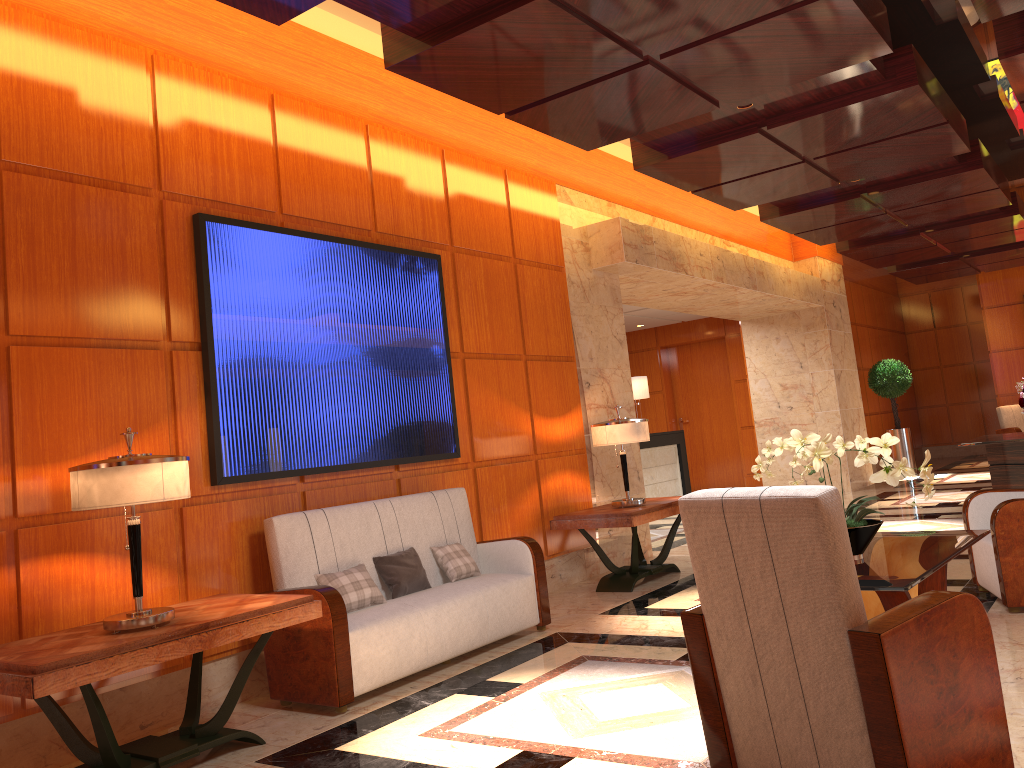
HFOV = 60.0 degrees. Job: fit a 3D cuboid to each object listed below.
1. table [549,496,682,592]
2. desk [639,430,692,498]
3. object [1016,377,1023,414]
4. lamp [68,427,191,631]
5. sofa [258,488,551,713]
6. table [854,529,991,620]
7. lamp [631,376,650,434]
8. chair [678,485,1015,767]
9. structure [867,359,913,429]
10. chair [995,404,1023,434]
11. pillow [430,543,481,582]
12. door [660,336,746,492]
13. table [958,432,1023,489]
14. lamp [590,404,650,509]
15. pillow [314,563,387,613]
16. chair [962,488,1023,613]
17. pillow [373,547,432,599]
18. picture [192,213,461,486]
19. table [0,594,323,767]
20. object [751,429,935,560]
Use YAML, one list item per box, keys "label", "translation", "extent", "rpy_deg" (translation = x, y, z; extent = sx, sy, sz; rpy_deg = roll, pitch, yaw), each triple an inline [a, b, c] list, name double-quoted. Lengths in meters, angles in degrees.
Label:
- label: "table"
  translation: [0.976, 1.272, 7.067]
  extent: [0.723, 0.609, 1.269]
  rpy_deg: [-10, -6, 36]
- label: "desk"
  translation: [1.338, 1.302, 11.956]
  extent: [0.938, 1.146, 2.924]
  rpy_deg: [-10, -6, 35]
- label: "object"
  translation: [5.281, 0.135, 8.592]
  extent: [0.648, 0.661, 0.679]
  rpy_deg: [-9, -6, 26]
- label: "lamp"
  translation: [-1.545, 0.573, 3.623]
  extent: [0.459, 0.797, 0.456]
  rpy_deg: [-6, -6, -3]
- label: "sofa"
  translation: [-0.561, 1.120, 5.084]
  extent: [0.610, 0.936, 1.798]
  rpy_deg: [-10, -6, 36]
- label: "table"
  translation: [1.705, 1.041, 4.106]
  extent: [0.720, 0.498, 1.559]
  rpy_deg: [-10, -6, 38]
- label: "lamp"
  translation: [1.802, 0.316, 12.733]
  extent: [0.373, 0.823, 0.371]
  rpy_deg: [-3, -7, -30]
- label: "chair"
  translation: [0.991, 0.778, 2.791]
  extent: [0.629, 0.965, 0.734]
  rpy_deg: [-2, -7, -36]
- label: "structure"
  translation: [6.355, 0.415, 14.731]
  extent: [0.721, 1.720, 0.720]
  rpy_deg: [-8, -6, 13]
- label: "chair"
  translation: [8.733, 0.821, 15.057]
  extent: [0.738, 0.965, 0.626]
  rpy_deg: [-6, -6, -6]
- label: "pillow"
  translation: [-0.342, 1.099, 5.453]
  extent: [0.201, 0.231, 0.273]
  rpy_deg: [-10, -6, 38]
- label: "door"
  translation: [3.443, 0.571, 15.780]
  extent: [1.281, 2.708, 0.340]
  rpy_deg: [-10, -7, 35]
- label: "table"
  translation: [5.365, 0.833, 8.531]
  extent: [1.595, 0.748, 1.599]
  rpy_deg: [-9, -5, 35]
- label: "lamp"
  translation: [0.878, 0.562, 6.996]
  extent: [0.459, 0.813, 0.456]
  rpy_deg: [0, -8, -45]
- label: "pillow"
  translation: [-0.862, 1.099, 4.741]
  extent: [0.194, 0.228, 0.344]
  rpy_deg: [-11, -7, 40]
- label: "chair"
  translation: [2.969, 0.726, 5.041]
  extent: [0.628, 0.965, 0.736]
  rpy_deg: [-8, -6, 14]
- label: "pillow"
  translation: [-0.632, 1.091, 5.112]
  extent: [0.159, 0.254, 0.357]
  rpy_deg: [-10, -6, 32]
- label: "picture"
  translation: [-1.038, -0.198, 5.482]
  extent: [0.056, 1.458, 1.995]
  rpy_deg: [-11, -7, 35]
- label: "table"
  translation: [-1.485, 1.292, 3.638]
  extent: [0.723, 0.609, 1.269]
  rpy_deg: [-10, -6, 36]
- label: "object"
  translation: [1.531, 0.497, 4.104]
  extent: [0.787, 0.620, 0.416]
  rpy_deg: [-7, -6, 13]
